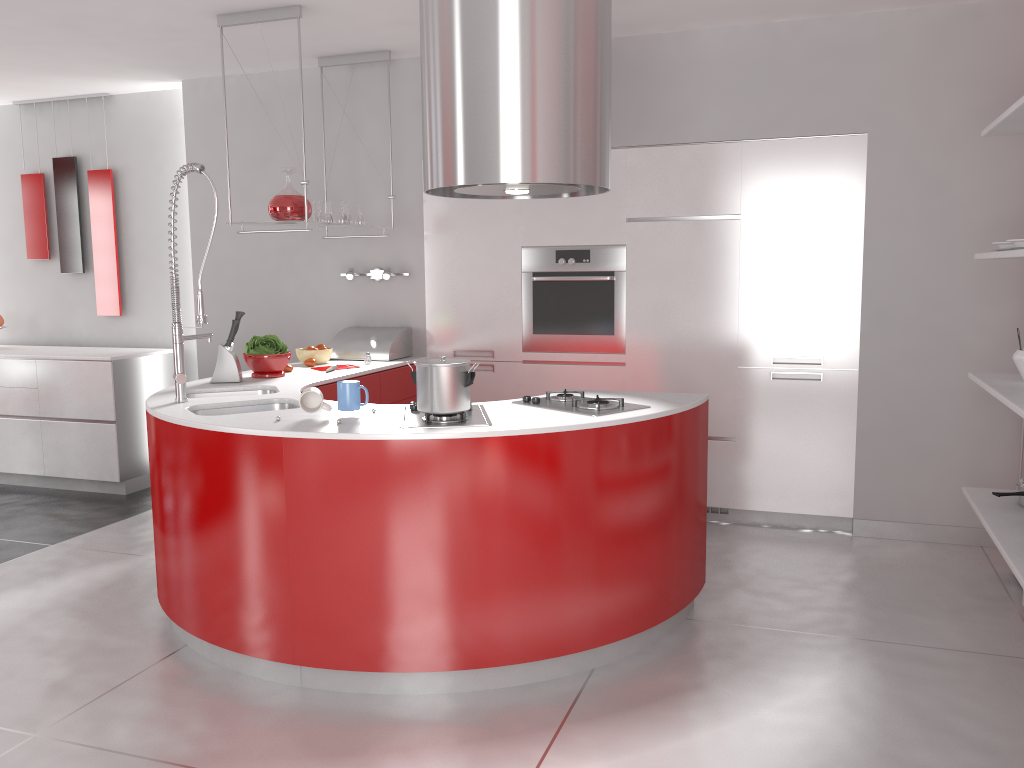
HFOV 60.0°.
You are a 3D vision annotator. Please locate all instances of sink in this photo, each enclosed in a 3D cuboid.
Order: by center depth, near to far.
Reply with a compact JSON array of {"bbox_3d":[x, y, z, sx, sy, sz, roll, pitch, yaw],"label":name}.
[{"bbox_3d":[-1.006,0.190,3.386,0.428,0.172,0.326,-5,9,-32],"label":"sink"},{"bbox_3d":[-1.219,0.137,3.821,0.428,0.172,0.326,-3,8,-20],"label":"sink"}]

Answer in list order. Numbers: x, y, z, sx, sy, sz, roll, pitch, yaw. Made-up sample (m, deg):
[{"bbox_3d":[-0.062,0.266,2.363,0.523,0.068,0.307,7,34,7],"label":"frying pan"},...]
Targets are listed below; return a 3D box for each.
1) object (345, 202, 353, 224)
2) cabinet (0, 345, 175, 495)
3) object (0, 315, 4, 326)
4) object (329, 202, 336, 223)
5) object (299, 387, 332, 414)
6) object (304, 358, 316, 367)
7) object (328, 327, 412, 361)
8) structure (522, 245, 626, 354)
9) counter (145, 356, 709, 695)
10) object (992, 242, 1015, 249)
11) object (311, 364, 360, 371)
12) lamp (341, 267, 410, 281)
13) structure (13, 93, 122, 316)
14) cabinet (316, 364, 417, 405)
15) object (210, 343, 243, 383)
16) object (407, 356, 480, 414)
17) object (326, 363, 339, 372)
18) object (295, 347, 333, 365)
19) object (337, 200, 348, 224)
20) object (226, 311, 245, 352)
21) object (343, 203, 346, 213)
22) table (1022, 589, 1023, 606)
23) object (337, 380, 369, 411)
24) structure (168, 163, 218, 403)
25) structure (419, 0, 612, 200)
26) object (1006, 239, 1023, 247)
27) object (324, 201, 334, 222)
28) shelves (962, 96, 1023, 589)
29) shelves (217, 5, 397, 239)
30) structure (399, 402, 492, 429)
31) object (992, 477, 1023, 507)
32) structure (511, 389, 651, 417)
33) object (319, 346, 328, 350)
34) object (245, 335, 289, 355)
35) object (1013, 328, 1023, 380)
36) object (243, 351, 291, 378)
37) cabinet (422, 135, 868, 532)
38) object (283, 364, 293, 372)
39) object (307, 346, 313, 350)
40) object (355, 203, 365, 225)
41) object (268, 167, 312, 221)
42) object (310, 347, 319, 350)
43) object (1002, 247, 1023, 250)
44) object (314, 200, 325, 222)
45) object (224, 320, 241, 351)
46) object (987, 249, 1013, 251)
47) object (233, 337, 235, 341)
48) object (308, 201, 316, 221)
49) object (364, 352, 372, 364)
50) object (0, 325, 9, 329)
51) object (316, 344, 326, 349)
[{"bbox_3d":[-0.915,-0.940,4.934,0.060,0.141,0.060,2,8,19],"label":"object"},{"bbox_3d":[-3.220,0.207,6.094,1.802,0.880,0.610,2,8,19],"label":"cabinet"},{"bbox_3d":[-3.625,-0.448,6.239,0.097,0.101,0.121,-1,7,-2],"label":"object"},{"bbox_3d":[-1.016,-0.943,4.961,0.060,0.141,0.060,-1,7,-4],"label":"object"},{"bbox_3d":[-0.684,0.056,3.093,0.109,0.080,0.100,-2,7,-11],"label":"object"},{"bbox_3d":[-1.088,-0.115,4.786,0.063,0.047,0.065,2,8,19],"label":"object"},{"bbox_3d":[-0.837,-0.241,5.209,0.400,0.170,0.300,2,8,19],"label":"object"},{"bbox_3d":[0.335,-0.467,4.930,0.599,0.589,0.050,2,8,19],"label":"structure"},{"bbox_3d":[-0.689,0.440,4.042,1.868,0.880,2.865,-6,9,-37],"label":"counter"},{"bbox_3d":[2.068,-0.550,3.567,0.244,0.042,0.244,0,7,3],"label":"object"},{"bbox_3d":[-0.935,-0.086,4.696,0.266,0.006,0.168,-8,10,-44],"label":"object"},{"bbox_3d":[-0.828,-0.647,5.244,0.454,0.081,0.155,2,8,19],"label":"lamp"},{"bbox_3d":[-3.112,-1.232,6.217,0.820,1.503,0.040,2,8,19],"label":"structure"},{"bbox_3d":[-0.562,0.377,4.277,1.025,0.761,1.875,-4,8,-25],"label":"cabinet"},{"bbox_3d":[-1.336,-0.100,4.131,0.137,0.178,0.091,-2,7,-8],"label":"object"},{"bbox_3d":[-0.230,-0.003,2.971,0.218,0.185,0.189,-3,8,-18],"label":"object"},{"bbox_3d":[-0.936,-0.086,4.638,0.041,0.008,0.375,-1,7,-4],"label":"object"},{"bbox_3d":[-1.099,-0.153,4.931,0.201,0.086,0.201,2,8,20],"label":"object"},{"bbox_3d":[-0.924,-0.928,4.835,0.060,0.141,0.060,2,8,19],"label":"object"},{"bbox_3d":[-1.309,-0.176,4.124,0.150,0.322,0.014,-2,7,-10],"label":"object"},{"bbox_3d":[-0.943,-0.951,5.021,0.060,0.141,0.060,2,8,19],"label":"object"},{"bbox_3d":[1.186,0.893,1.099,0.749,0.682,1.627,2,8,20],"label":"table"},{"bbox_3d":[-0.561,0.041,3.132,0.109,0.100,0.080,-2,7,-8],"label":"object"},{"bbox_3d":[-1.253,-0.389,3.477,0.178,0.920,0.308,-4,8,-27],"label":"structure"},{"bbox_3d":[0.013,-1.134,3.011,0.644,0.958,0.644,-3,7,-14],"label":"structure"},{"bbox_3d":[1.930,-0.504,3.215,0.244,0.042,0.244,0,7,3],"label":"object"},{"bbox_3d":[-1.007,-0.931,4.867,0.060,0.141,0.060,2,8,19],"label":"object"},{"bbox_3d":[1.993,-0.328,3.033,0.535,2.599,1.735,2,8,19],"label":"shelves"},{"bbox_3d":[-1.029,-1.294,4.631,0.462,1.023,0.934,2,8,19],"label":"shelves"},{"bbox_3d":[-0.236,0.095,3.084,0.303,0.037,0.457,-1,7,-6],"label":"structure"},{"bbox_3d":[2.162,0.429,3.575,0.407,0.130,0.308,3,8,26],"label":"object"},{"bbox_3d":[0.250,0.062,3.302,0.303,0.037,0.457,-7,10,-40],"label":"structure"},{"bbox_3d":[-1.050,-0.184,4.935,0.062,0.049,0.066,1,8,16],"label":"object"},{"bbox_3d":[-1.199,-0.146,4.323,0.193,0.182,0.198,3,8,25],"label":"object"},{"bbox_3d":[2.065,-0.111,3.463,0.192,0.214,0.192,0,7,6],"label":"object"},{"bbox_3d":[-1.195,-0.095,4.340,0.228,0.118,0.229,-2,7,-10],"label":"object"},{"bbox_3d":[0.724,-0.294,5.155,2.398,2.026,0.614,2,8,19],"label":"cabinet"},{"bbox_3d":[-1.152,-0.085,4.539,0.063,0.048,0.064,-1,7,-3],"label":"object"},{"bbox_3d":[-1.112,-0.185,4.942,0.062,0.052,0.065,0,7,4],"label":"object"},{"bbox_3d":[-0.859,-0.950,5.003,0.060,0.141,0.060,2,8,19],"label":"object"},{"bbox_3d":[-1.102,-0.933,4.395,0.213,0.266,0.213,-7,10,-42],"label":"object"},{"bbox_3d":[-1.089,-0.177,4.882,0.062,0.049,0.066,3,8,27],"label":"object"},{"bbox_3d":[1.930,-0.490,3.216,0.280,0.015,0.280,-7,10,-41],"label":"object"},{"bbox_3d":[-1.038,-0.919,4.774,0.060,0.141,0.060,2,8,19],"label":"object"},{"bbox_3d":[-1.314,-0.157,4.098,0.130,0.279,0.012,-2,7,-10],"label":"object"},{"bbox_3d":[2.068,-0.537,3.569,0.280,0.015,0.280,-5,9,-34],"label":"object"},{"bbox_3d":[-1.322,-0.165,4.150,0.091,0.197,0.009,-2,7,-10],"label":"object"},{"bbox_3d":[-1.093,-0.930,4.871,0.060,0.141,0.060,-1,7,-4],"label":"object"},{"bbox_3d":[-0.795,-0.142,4.884,0.042,0.066,0.043,4,9,32],"label":"object"},{"bbox_3d":[-3.740,-0.324,6.200,0.398,0.159,0.398,-3,8,-21],"label":"object"},{"bbox_3d":[-1.076,-0.196,4.991,0.066,0.058,0.055,0,7,4],"label":"object"}]
